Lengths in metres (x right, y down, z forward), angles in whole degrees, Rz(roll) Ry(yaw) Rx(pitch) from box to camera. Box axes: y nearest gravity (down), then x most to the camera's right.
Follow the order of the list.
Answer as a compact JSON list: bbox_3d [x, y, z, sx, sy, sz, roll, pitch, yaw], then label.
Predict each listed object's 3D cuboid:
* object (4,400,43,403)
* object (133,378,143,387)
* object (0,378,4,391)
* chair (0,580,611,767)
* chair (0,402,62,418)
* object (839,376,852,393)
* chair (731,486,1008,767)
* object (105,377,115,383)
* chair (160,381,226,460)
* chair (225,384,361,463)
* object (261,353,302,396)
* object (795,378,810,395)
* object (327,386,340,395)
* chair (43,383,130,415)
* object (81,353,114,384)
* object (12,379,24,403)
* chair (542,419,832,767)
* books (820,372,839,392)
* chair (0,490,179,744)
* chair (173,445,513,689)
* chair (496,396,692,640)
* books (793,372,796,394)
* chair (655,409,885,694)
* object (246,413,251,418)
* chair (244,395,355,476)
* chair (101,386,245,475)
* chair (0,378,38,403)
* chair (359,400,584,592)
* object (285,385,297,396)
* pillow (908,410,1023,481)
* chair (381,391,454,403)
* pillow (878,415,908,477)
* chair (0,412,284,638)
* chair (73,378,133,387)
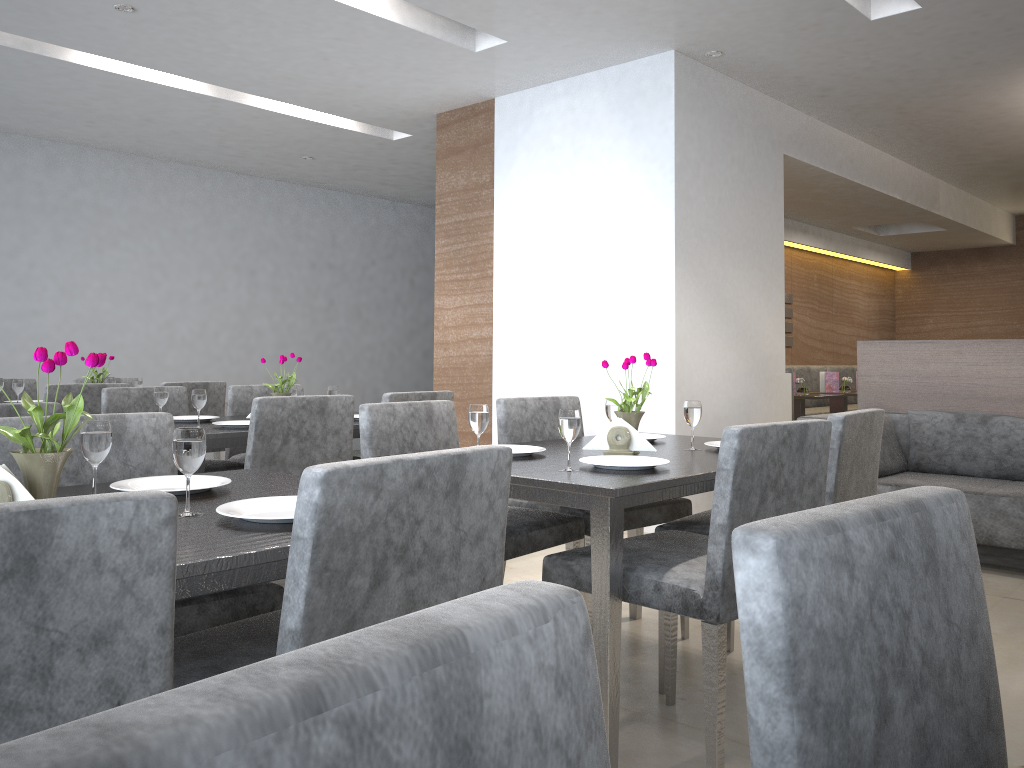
[{"bbox_3d":[-2.591,0.098,4.724,0.216,0.015,0.217,-1,2,-32],"label":"object"},{"bbox_3d":[-2.069,0.036,4.886,0.053,0.140,0.053,0,-2,0],"label":"object"},{"bbox_3d":[-2.669,0.040,4.588,0.053,0.140,0.053,0,-2,0],"label":"object"},{"bbox_3d":[0.091,0.502,0.215,0.492,0.765,0.476,-1,-2,37],"label":"chair"},{"bbox_3d":[-1.566,0.430,2.456,0.492,0.765,0.476,-1,-2,37],"label":"chair"},{"bbox_3d":[2.570,0.004,6.824,0.091,0.126,0.110,1,-1,-15],"label":"object"},{"bbox_3d":[0.466,0.494,0.611,0.476,0.765,0.491,2,-2,-42],"label":"chair"},{"bbox_3d":[-2.279,0.031,5.013,0.053,0.140,0.053,0,-2,0],"label":"object"},{"bbox_3d":[-1.854,0.365,4.775,0.492,0.765,0.476,-1,-2,37],"label":"chair"},{"bbox_3d":[-1.019,0.391,4.025,0.476,0.765,0.491,2,-2,-42],"label":"chair"},{"bbox_3d":[-0.930,0.010,3.593,0.104,0.277,0.154,-2,-3,40],"label":"object"},{"bbox_3d":[2.058,0.016,6.255,0.094,0.126,0.107,1,-1,-5],"label":"object"},{"bbox_3d":[-0.740,0.078,3.670,0.053,0.140,0.053,0,-2,0],"label":"object"},{"bbox_3d":[-2.167,0.374,4.348,0.476,0.765,0.491,2,-2,-42],"label":"chair"},{"bbox_3d":[-2.243,-0.032,4.795,0.104,0.277,0.154,-2,-3,40],"label":"object"},{"bbox_3d":[-2.454,0.046,4.391,0.053,0.140,0.053,0,-2,0],"label":"object"},{"bbox_3d":[0.407,0.456,1.993,0.476,0.765,0.491,2,-2,-42],"label":"chair"},{"bbox_3d":[2.451,-0.014,6.932,0.143,0.165,0.157,1,-1,-28],"label":"books"},{"bbox_3d":[-0.618,0.480,0.875,0.476,0.765,0.491,2,-2,-42],"label":"chair"},{"bbox_3d":[-0.305,0.470,1.302,0.492,0.765,0.476,-1,-2,37],"label":"chair"},{"bbox_3d":[0.242,0.431,2.871,0.476,0.765,0.491,2,-2,-42],"label":"chair"},{"bbox_3d":[1.930,-0.002,6.364,0.143,0.165,0.157,1,-1,-28],"label":"books"},{"bbox_3d":[0.721,0.447,2.419,0.492,0.765,0.476,-1,-2,37],"label":"chair"},{"bbox_3d":[-0.971,0.100,3.538,0.203,0.100,0.070,1,-1,12],"label":"object"},{"bbox_3d":[-0.854,0.416,3.147,0.476,0.765,0.491,2,-2,-42],"label":"chair"},{"bbox_3d":[-1.393,0.399,3.629,0.492,0.765,0.476,-1,-2,37],"label":"chair"},{"bbox_3d":[-2.706,0.357,4.830,0.492,0.765,0.476,-1,-2,37],"label":"chair"},{"bbox_3d":[-0.132,0.439,2.475,0.492,0.765,0.476,-1,-2,37],"label":"chair"},{"bbox_3d":[-0.950,0.073,3.797,0.053,0.140,0.053,0,-2,0],"label":"object"},{"bbox_3d":[2.231,0.294,4.271,0.638,0.321,0.181,1,-1,43],"label":"pillow"},{"bbox_3d":[-0.541,0.407,3.573,0.492,0.765,0.476,-1,-2,37],"label":"chair"},{"bbox_3d":[1.792,0.296,4.342,0.188,0.307,0.559,-1,-1,43],"label":"pillow"},{"bbox_3d":[-0.783,0.454,1.753,0.476,0.765,0.491,2,-2,-42],"label":"chair"},{"bbox_3d":[-2.332,0.349,5.226,0.476,0.765,0.491,2,-2,-42],"label":"chair"}]
